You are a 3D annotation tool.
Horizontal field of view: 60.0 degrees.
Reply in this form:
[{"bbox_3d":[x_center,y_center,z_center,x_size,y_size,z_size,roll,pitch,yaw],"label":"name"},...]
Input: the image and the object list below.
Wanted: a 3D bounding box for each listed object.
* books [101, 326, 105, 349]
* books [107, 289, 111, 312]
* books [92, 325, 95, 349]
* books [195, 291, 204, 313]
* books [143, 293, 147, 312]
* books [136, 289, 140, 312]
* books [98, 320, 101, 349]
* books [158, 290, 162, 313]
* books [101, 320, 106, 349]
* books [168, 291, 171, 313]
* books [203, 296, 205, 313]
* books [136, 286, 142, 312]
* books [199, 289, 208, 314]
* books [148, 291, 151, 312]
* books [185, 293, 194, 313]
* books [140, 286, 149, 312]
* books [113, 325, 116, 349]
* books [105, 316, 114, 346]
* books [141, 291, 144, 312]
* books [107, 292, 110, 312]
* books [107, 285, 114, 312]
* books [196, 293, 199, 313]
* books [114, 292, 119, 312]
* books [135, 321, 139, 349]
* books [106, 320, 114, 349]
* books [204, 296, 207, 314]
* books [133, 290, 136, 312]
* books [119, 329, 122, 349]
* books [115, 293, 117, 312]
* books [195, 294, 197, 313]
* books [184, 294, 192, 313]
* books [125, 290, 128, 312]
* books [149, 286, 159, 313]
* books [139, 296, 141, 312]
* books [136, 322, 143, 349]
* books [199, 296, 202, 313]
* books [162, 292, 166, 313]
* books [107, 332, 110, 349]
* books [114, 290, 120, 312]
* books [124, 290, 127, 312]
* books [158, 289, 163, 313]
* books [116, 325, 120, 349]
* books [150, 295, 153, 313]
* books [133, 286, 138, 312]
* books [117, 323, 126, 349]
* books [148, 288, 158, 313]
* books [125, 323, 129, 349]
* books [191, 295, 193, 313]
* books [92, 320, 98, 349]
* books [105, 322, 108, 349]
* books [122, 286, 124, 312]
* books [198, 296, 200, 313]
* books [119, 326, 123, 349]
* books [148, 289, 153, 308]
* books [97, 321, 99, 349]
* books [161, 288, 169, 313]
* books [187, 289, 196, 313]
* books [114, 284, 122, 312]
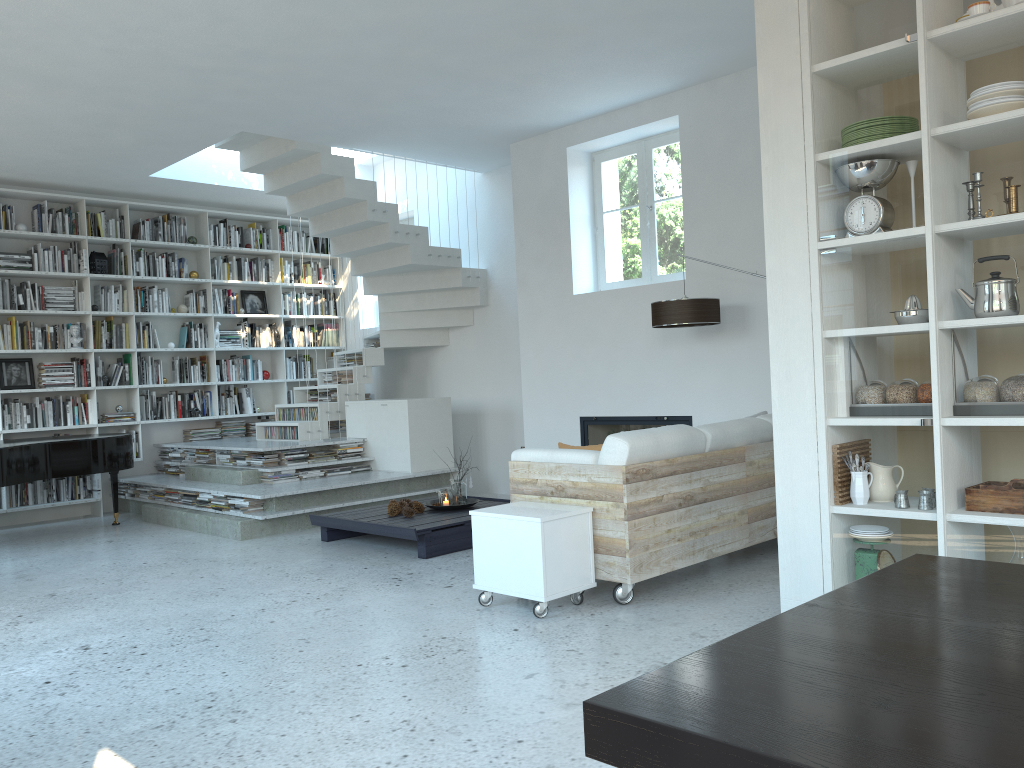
[{"bbox_3d":[-4.133,-0.455,8.903,0.015,0.232,0.180,-4,1,-45],"label":"books"},{"bbox_3d":[-4.090,-0.828,8.960,0.023,0.236,0.178,-4,1,-45],"label":"books"},{"bbox_3d":[-4.213,-0.459,8.859,0.013,0.247,0.176,-4,1,-45],"label":"books"},{"bbox_3d":[-3.401,-0.876,9.632,0.016,0.257,0.176,-4,1,-45],"label":"books"},{"bbox_3d":[-3.846,-0.832,9.209,0.026,0.216,0.161,-4,1,-45],"label":"books"},{"bbox_3d":[-3.887,-0.846,9.154,0.014,0.248,0.176,-4,1,-45],"label":"books"},{"bbox_3d":[-4.154,-0.485,8.875,0.035,0.293,0.145,-4,1,-45],"label":"books"},{"bbox_3d":[-3.728,-0.853,9.310,0.025,0.245,0.183,-4,1,-45],"label":"books"},{"bbox_3d":[-4.121,-0.487,8.912,0.019,0.294,0.163,-4,1,-45],"label":"books"},{"bbox_3d":[-3.664,-0.860,9.398,0.034,0.254,0.161,-4,1,-45],"label":"books"},{"bbox_3d":[-3.389,-0.851,9.641,0.013,0.204,0.173,-4,1,-45],"label":"books"},{"bbox_3d":[-3.883,-0.864,9.199,0.014,0.284,0.135,-4,1,-45],"label":"books"},{"bbox_3d":[-3.365,-0.889,9.662,0.005,0.278,0.182,-4,1,-45],"label":"books"},{"bbox_3d":[-3.810,-0.845,9.227,0.022,0.237,0.164,-4,1,-45],"label":"books"},{"bbox_3d":[-3.481,-0.860,9.574,0.012,0.232,0.154,-4,1,-45],"label":"books"},{"bbox_3d":[-3.819,-0.866,9.209,0.014,0.280,0.177,-4,1,-45],"label":"books"},{"bbox_3d":[-4.058,-0.470,8.985,0.033,0.253,0.174,-4,1,-45],"label":"books"},{"bbox_3d":[-4.070,-0.512,8.970,0.021,0.338,0.169,-4,1,-45],"label":"books"},{"bbox_3d":[-3.859,-0.841,9.194,0.013,0.236,0.157,-4,1,-45],"label":"books"},{"bbox_3d":[-4.104,-0.813,8.953,0.023,0.207,0.171,-4,1,-45],"label":"books"},{"bbox_3d":[-4.064,-0.849,8.956,0.028,0.275,0.187,-4,1,-45],"label":"books"},{"bbox_3d":[-3.441,-0.860,9.615,0.016,0.228,0.160,-4,1,-45],"label":"books"},{"bbox_3d":[-4.033,-0.818,9.007,0.029,0.211,0.158,-4,1,-45],"label":"books"},{"bbox_3d":[-3.902,-0.496,9.126,0.035,0.288,0.191,-4,1,-45],"label":"books"},{"bbox_3d":[-4.065,-0.489,8.948,0.019,0.293,0.182,-4,1,-45],"label":"books"},{"bbox_3d":[-3.375,-0.852,9.661,0.012,0.206,0.169,-4,1,-45],"label":"books"},{"bbox_3d":[-3.927,-0.841,9.143,0.030,0.242,0.138,-4,1,-45],"label":"books"},{"bbox_3d":[-4.011,-0.448,9.008,0.034,0.204,0.181,-4,1,-45],"label":"books"},{"bbox_3d":[-4.047,-0.810,8.991,0.027,0.196,0.185,-4,1,-45],"label":"books"},{"bbox_3d":[-3.460,-0.867,9.594,0.016,0.244,0.151,-4,1,-45],"label":"books"},{"bbox_3d":[-3.498,-0.853,9.565,0.015,0.220,0.140,-4,1,-45],"label":"books"},{"bbox_3d":[-3.976,-0.835,9.072,0.026,0.238,0.173,-4,1,-45],"label":"books"},{"bbox_3d":[-3.758,-0.876,9.302,0.027,0.295,0.159,-4,1,-45],"label":"books"},{"bbox_3d":[-3.881,-0.811,9.176,0.021,0.179,0.136,-4,1,-45],"label":"books"},{"bbox_3d":[-3.860,-0.494,9.147,0.013,0.279,0.191,-4,1,-45],"label":"books"},{"bbox_3d":[-3.417,-0.848,9.629,0.013,0.202,0.173,-4,1,-45],"label":"books"},{"bbox_3d":[-3.699,-0.848,9.347,0.021,0.232,0.183,-4,1,-45],"label":"books"},{"bbox_3d":[-4.104,-0.431,8.963,0.030,0.181,0.131,-4,1,-45],"label":"books"},{"bbox_3d":[-4.025,-0.831,9.024,0.024,0.234,0.149,-4,1,-45],"label":"books"},{"bbox_3d":[-3.978,-0.831,9.048,0.028,0.230,0.176,-4,1,-45],"label":"books"},{"bbox_3d":[-3.725,-0.862,9.341,0.024,0.262,0.133,-4,1,-45],"label":"books"},{"bbox_3d":[-4.024,-0.466,8.985,0.027,0.242,0.188,-4,1,-45],"label":"books"},{"bbox_3d":[-3.798,-0.824,9.250,0.025,0.194,0.171,-4,1,-45],"label":"books"},{"bbox_3d":[-3.909,-0.860,9.156,0.014,0.278,0.154,-4,1,-45],"label":"books"},{"bbox_3d":[-3.988,-0.480,9.052,0.032,0.266,0.143,-4,1,-45],"label":"books"},{"bbox_3d":[-3.759,-0.860,9.264,0.030,0.263,0.182,-4,1,-45],"label":"books"},{"bbox_3d":[-3.969,-0.482,9.088,0.033,0.269,0.142,-4,1,-45],"label":"books"},{"bbox_3d":[-3.487,-0.846,9.570,0.005,0.205,0.154,-4,1,-45],"label":"books"},{"bbox_3d":[-4.175,-0.484,8.860,0.035,0.293,0.145,-4,1,-45],"label":"books"},{"bbox_3d":[-4.123,-0.479,8.942,0.035,0.278,0.139,-4,1,-45],"label":"books"},{"bbox_3d":[-4.003,-0.854,9.047,0.025,0.277,0.173,-4,1,-45],"label":"books"},{"bbox_3d":[-3.434,-0.849,9.628,0.012,0.206,0.137,-4,1,-45],"label":"books"},{"bbox_3d":[-4.007,-0.466,9.039,0.028,0.239,0.145,-4,1,-45],"label":"books"},{"bbox_3d":[-3.791,-0.855,9.266,0.011,0.257,0.131,-4,1,-45],"label":"books"},{"bbox_3d":[-4.173,-0.484,8.877,0.035,0.293,0.145,-4,1,-45],"label":"books"},{"bbox_3d":[-3.675,-0.869,9.355,0.024,0.272,0.169,-4,1,-45],"label":"books"},{"bbox_3d":[-3.464,-0.878,9.575,0.015,0.267,0.164,-4,1,-45],"label":"books"},{"bbox_3d":[-4.016,-0.861,9.037,0.028,0.293,0.154,-4,1,-45],"label":"books"}]
